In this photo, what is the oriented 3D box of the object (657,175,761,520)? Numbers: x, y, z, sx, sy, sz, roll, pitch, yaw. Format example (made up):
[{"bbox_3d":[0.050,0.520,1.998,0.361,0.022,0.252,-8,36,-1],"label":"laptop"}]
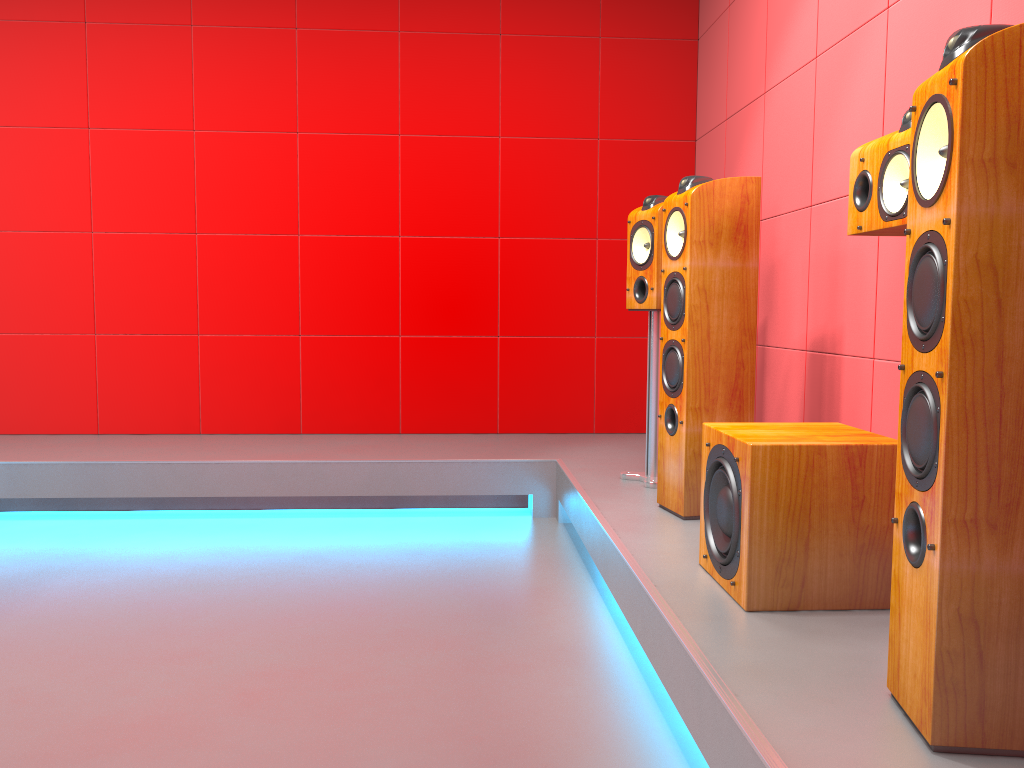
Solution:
[{"bbox_3d":[0.609,-0.117,2.784,0.238,1.052,0.203,-1,5,-14],"label":"object"}]

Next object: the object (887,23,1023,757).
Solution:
[{"bbox_3d":[0.730,0.004,1.329,0.238,1.052,0.203,1,5,6],"label":"object"}]

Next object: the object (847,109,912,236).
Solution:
[{"bbox_3d":[0.984,-0.492,2.014,0.235,0.271,0.493,0,5,-4],"label":"object"}]

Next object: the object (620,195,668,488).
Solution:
[{"bbox_3d":[0.574,-0.163,3.298,0.265,1.058,0.231,-2,5,-24],"label":"object"}]

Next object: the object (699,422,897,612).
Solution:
[{"bbox_3d":[0.654,0.290,2.058,0.360,0.360,0.360,0,5,-4],"label":"object"}]
